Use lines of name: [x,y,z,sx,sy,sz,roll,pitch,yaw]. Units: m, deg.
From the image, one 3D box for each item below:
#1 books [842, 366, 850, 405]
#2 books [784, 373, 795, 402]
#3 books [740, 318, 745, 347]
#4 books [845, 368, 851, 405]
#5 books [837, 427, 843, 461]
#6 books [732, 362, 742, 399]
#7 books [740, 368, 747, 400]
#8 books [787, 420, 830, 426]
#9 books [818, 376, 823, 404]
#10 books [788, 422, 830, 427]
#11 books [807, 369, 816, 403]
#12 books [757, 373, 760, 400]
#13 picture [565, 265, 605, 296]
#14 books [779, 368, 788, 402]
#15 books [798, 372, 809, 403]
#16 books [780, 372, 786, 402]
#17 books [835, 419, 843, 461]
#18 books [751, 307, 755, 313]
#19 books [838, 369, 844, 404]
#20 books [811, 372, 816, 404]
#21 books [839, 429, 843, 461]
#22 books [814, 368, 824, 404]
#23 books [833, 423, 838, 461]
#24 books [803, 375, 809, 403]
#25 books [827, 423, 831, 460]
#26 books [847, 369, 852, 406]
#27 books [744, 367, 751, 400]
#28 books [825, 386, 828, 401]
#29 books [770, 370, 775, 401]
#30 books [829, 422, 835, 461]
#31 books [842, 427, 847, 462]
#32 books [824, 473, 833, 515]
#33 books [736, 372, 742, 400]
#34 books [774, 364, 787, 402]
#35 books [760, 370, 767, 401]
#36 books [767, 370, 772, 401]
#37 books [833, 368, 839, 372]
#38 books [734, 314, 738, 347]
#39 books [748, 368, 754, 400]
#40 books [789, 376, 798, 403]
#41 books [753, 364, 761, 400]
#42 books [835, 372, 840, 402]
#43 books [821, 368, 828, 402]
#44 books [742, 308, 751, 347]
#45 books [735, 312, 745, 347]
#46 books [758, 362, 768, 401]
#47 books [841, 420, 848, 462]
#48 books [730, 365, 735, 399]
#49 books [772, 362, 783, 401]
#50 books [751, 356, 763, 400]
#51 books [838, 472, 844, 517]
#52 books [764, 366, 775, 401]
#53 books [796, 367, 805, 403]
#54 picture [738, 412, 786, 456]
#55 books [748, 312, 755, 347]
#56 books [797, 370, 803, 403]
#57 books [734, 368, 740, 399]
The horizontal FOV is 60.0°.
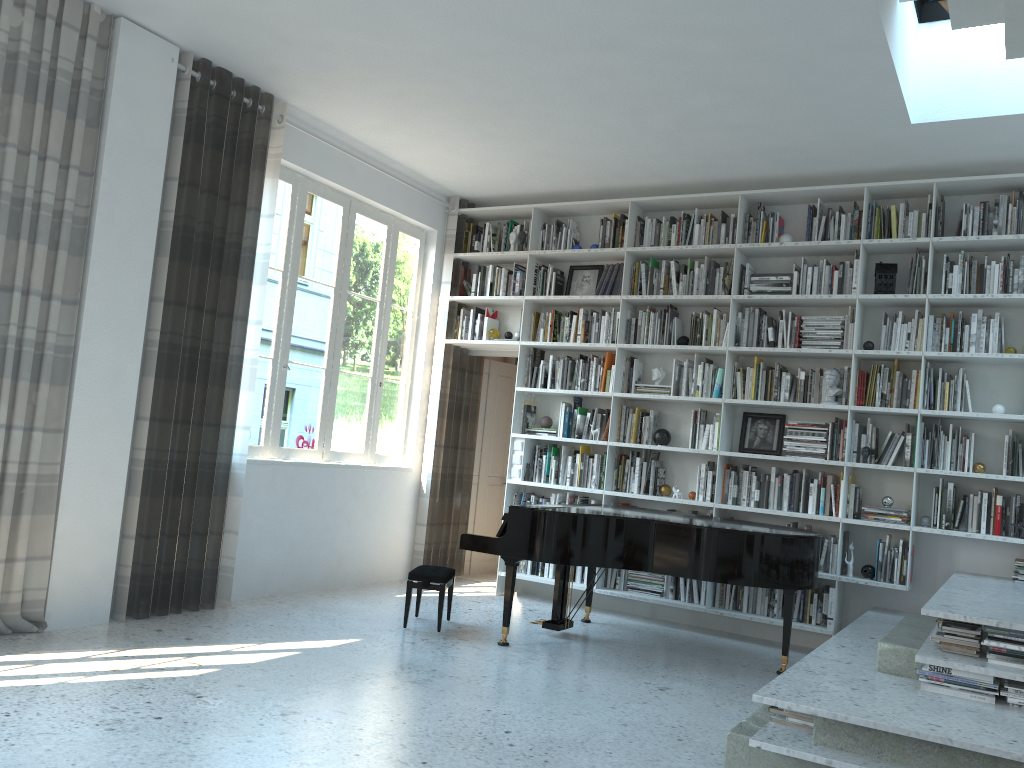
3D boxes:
books: [2.270,0.025,6.021,0.025,0.278,0.108,3,-4,30]
books: [1.939,0.038,6.193,0.030,0.214,0.169,3,-4,30]
books: [1.686,-0.348,6.401,0.027,0.228,0.147,3,-4,30]
books: [2.278,0.030,5.996,0.014,0.266,0.154,3,-4,30]
books: [2.225,0.412,6.001,0.013,0.232,0.134,3,-4,30]
books: [1.626,-0.010,6.401,0.010,0.281,0.140,3,-4,30]
books: [1.669,0.011,6.356,0.042,0.242,0.162,3,-4,30]
books: [2.046,0.271,6.105,0.254,0.012,0.161,3,-5,34]
books: [2.134,0.054,6.094,0.022,0.206,0.114,3,-4,30]
books: [2.046,0.283,6.106,0.254,0.012,0.161,3,-5,27]
books: [2.062,0.028,6.099,0.012,0.245,0.186,3,-4,30]
books: [1.775,0.015,6.299,0.010,0.244,0.149,3,-4,30]
picture: [0.581,-0.813,7.139,0.300,0.299,0.077,3,-4,30]
books: [1.908,0.019,6.227,0.011,0.251,0.130,3,-4,30]
books: [2.022,0.037,6.131,0.029,0.224,0.185,3,-4,30]
books: [1.915,0.036,6.206,0.024,0.216,0.175,3,-4,30]
books: [2.214,0.384,6.002,0.011,0.288,0.152,3,-4,30]
books: [1.731,-0.388,6.382,0.014,0.312,0.133,3,-4,30]
books: [2.243,0.032,6.023,0.025,0.259,0.130,3,-4,30]
books: [2.095,0.040,6.121,0.025,0.230,0.143,3,-4,30]
books: [2.238,0.421,5.990,0.021,0.217,0.132,3,-4,30]
books: [2.109,0.025,6.093,0.025,0.258,0.150,3,-4,30]
books: [2.203,0.399,6.008,0.013,0.256,0.163,3,-4,30]
books: [2.047,0.050,6.117,0.029,0.200,0.178,3,-4,30]
books: [2.169,0.397,6.018,0.012,0.254,0.161,3,-4,30]
books: [2.296,0.035,6.000,0.014,0.260,0.137,3,-4,30]
books: [1.704,0.010,6.347,0.026,0.248,0.139,3,-4,30]
books: [2.174,0.058,6.061,0.035,0.201,0.149,3,-4,30]
books: [1.854,0.024,6.251,0.025,0.236,0.137,3,-4,30]
books: [2.178,0.394,6.010,0.011,0.260,0.184,3,-4,30]
books: [2.258,0.413,5.948,0.034,0.229,0.199,3,-4,30]
books: [2.145,0.748,6.012,0.010,0.283,0.132,3,-4,30]
books: [1.646,0.025,6.354,0.053,0.208,0.156,3,-4,30]
books: [1.879,0.007,6.214,0.027,0.267,0.190,3,-4,30]
books: [1.801,0.025,6.290,0.024,0.228,0.147,3,-4,30]
books: [1.833,0.026,6.254,0.012,0.227,0.170,3,-4,30]
books: [2.203,0.029,6.058,0.014,0.263,0.135,3,-4,30]
books: [1.646,-0.364,6.420,0.012,0.254,0.161,3,-4,30]
books: [1.724,0.015,6.328,0.029,0.240,0.156,3,-4,30]
books: [1.979,0.049,6.183,0.050,0.198,0.146,3,-4,30]
books: [1.750,0.000,6.278,0.015,0.266,0.189,3,-4,30]
books: [2.231,0.042,6.050,0.021,0.241,0.103,3,-4,30]
books: [2.153,0.028,6.079,0.024,0.259,0.126,3,-4,30]
books: [1.704,-0.383,6.375,0.026,0.297,0.179,3,-4,30]
books: [1.657,-0.370,6.402,0.026,0.267,0.171,3,-4,30]
books: [1.777,-0.004,6.280,0.010,0.280,0.171,3,-4,30]
books: [2.246,0.388,5.969,0.011,0.279,0.186,3,-4,30]
books: [1.610,0.002,6.397,0.012,0.254,0.161,3,-4,30]
books: [1.869,0.000,6.237,0.013,0.283,0.177,3,-4,30]
books: [1.740,-0.026,6.287,0.014,0.317,0.188,3,-4,30]
books: [2.220,0.743,5.959,0.011,0.300,0.149,3,-4,30]
books: [1.828,0.012,6.283,0.028,0.259,0.134,3,-4,30]
books: [2.005,0.020,6.161,0.014,0.258,0.161,3,-4,30]
picture: [1.780,0.355,6.312,0.300,0.299,0.077,3,-4,30]
books: [1.732,-0.367,6.348,0.025,0.265,0.185,3,-4,30]
books: [2.012,0.032,6.150,0.010,0.234,0.175,3,-4,30]
books: [1.632,0.013,6.393,0.011,0.235,0.142,3,-4,30]
